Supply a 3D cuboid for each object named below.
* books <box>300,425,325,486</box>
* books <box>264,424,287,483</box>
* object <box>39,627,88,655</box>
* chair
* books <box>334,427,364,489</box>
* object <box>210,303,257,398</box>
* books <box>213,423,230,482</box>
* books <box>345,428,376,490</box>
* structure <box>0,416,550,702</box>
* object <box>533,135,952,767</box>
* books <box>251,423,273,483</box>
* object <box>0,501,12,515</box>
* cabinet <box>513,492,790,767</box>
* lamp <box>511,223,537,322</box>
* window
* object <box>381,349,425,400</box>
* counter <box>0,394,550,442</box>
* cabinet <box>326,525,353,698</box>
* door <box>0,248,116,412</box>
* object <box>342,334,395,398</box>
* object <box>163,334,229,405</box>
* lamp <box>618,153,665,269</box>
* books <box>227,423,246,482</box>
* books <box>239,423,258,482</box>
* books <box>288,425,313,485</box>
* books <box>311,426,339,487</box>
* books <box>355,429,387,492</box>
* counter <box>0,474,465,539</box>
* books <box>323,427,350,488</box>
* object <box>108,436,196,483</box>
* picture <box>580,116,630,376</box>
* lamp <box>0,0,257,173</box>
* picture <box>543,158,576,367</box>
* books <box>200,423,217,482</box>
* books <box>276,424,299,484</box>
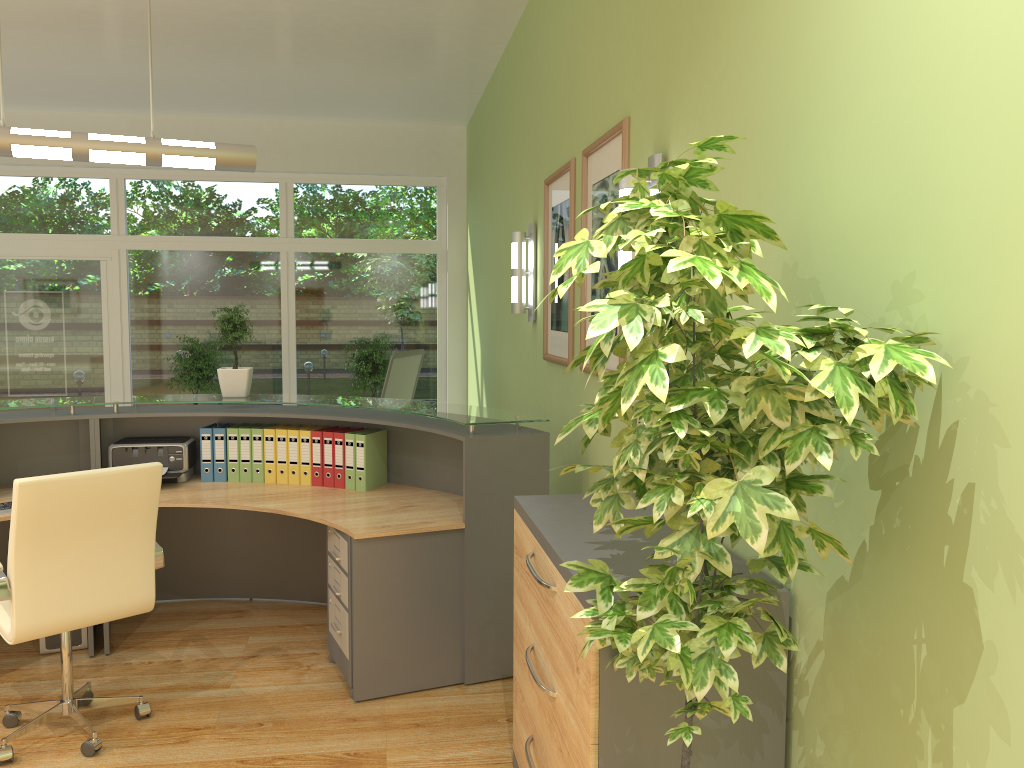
[{"bbox_3d":[-1.045,0.370,4.646,0.062,0.282,0.233,1,5,6],"label":"books"},{"bbox_3d":[-1.226,0.365,4.696,0.063,0.282,0.231,1,5,15],"label":"books"},{"bbox_3d":[-2.192,1.038,4.354,0.200,0.411,0.478,-2,5,-24],"label":"object"},{"bbox_3d":[-1.680,0.805,3.338,0.652,1.048,0.584,5,7,44],"label":"chair"},{"bbox_3d":[-0.839,0.377,4.567,0.062,0.282,0.233,2,5,16],"label":"books"},{"bbox_3d":[-1.497,-0.184,4.784,0.230,0.507,0.216,2,5,17],"label":"object"},{"bbox_3d":[-1.543,0.362,4.720,0.062,0.282,0.233,-1,5,-12],"label":"books"},{"bbox_3d":[-0.751,0.381,4.526,0.063,0.282,0.231,3,6,33],"label":"books"},{"bbox_3d":[-1.888,0.737,4.016,3.673,1.049,1.837,-2,5,-24],"label":"structure"},{"bbox_3d":[0.320,0.516,1.738,0.649,1.905,0.916,-2,5,-20],"label":"object"},{"bbox_3d":[-1.297,0.364,4.707,0.063,0.282,0.231,1,5,12],"label":"books"},{"bbox_3d":[-2.362,0.562,3.883,0.215,0.015,0.526,4,6,41],"label":"object"},{"bbox_3d":[0.298,0.909,2.567,0.501,0.966,1.115,-1,5,-9],"label":"cabinet"},{"bbox_3d":[0.068,-0.662,5.294,0.142,0.580,0.134,-1,5,-9],"label":"lamp"},{"bbox_3d":[-5.345,-0.639,8.753,9.401,3.000,0.092,-1,5,-9],"label":"window"},{"bbox_3d":[-0.869,0.372,7.175,0.606,1.285,0.848,1,5,11],"label":"object"},{"bbox_3d":[-1.886,0.176,3.968,3.674,0.078,1.837,-2,5,-24],"label":"counter"},{"bbox_3d":[-0.543,0.939,3.929,0.502,0.692,0.463,-2,5,-24],"label":"cabinet"},{"bbox_3d":[-4.753,-0.246,8.873,1.500,2.200,0.218,-1,5,-9],"label":"door"},{"bbox_3d":[-1.376,0.190,8.767,0.590,1.376,0.503,3,5,27],"label":"object"},{"bbox_3d":[-3.009,0.206,8.493,0.590,1.376,0.503,-4,6,-38],"label":"object"},{"bbox_3d":[0.426,-0.466,2.961,0.142,0.580,0.134,-1,5,-9],"label":"lamp"},{"bbox_3d":[-1.464,0.362,4.722,0.062,0.282,0.233,0,5,-7],"label":"books"},{"bbox_3d":[-1.398,0.363,4.716,0.062,0.282,0.233,0,5,-7],"label":"books"},{"bbox_3d":[-1.111,0.368,4.665,0.062,0.282,0.233,1,5,6],"label":"books"},{"bbox_3d":[-0.948,0.373,4.615,0.063,0.282,0.231,2,5,25],"label":"books"},{"bbox_3d":[-0.690,0.384,4.490,0.063,0.282,0.231,3,6,33],"label":"books"},{"bbox_3d":[-1.865,0.575,3.950,3.444,0.018,1.723,-2,5,-24],"label":"counter"},{"bbox_3d":[-0.883,0.375,4.590,0.063,0.282,0.231,2,5,25],"label":"books"},{"bbox_3d":[-1.869,0.406,4.564,0.397,0.217,0.458,-1,5,-9],"label":"object"},{"bbox_3d":[0.374,-0.527,3.687,0.025,1.000,0.700,-1,5,-9],"label":"picture"},{"bbox_3d":[-1.883,-1.597,3.830,1.470,1.249,0.197,-2,5,-24],"label":"lamp"},{"bbox_3d":[0.236,-0.602,4.584,0.025,1.000,0.700,-1,5,-9],"label":"picture"},{"bbox_3d":[-1.611,0.362,4.718,0.062,0.282,0.233,-1,5,-12],"label":"books"},{"bbox_3d":[-1.157,0.366,4.681,0.063,0.282,0.231,2,5,15],"label":"books"}]
